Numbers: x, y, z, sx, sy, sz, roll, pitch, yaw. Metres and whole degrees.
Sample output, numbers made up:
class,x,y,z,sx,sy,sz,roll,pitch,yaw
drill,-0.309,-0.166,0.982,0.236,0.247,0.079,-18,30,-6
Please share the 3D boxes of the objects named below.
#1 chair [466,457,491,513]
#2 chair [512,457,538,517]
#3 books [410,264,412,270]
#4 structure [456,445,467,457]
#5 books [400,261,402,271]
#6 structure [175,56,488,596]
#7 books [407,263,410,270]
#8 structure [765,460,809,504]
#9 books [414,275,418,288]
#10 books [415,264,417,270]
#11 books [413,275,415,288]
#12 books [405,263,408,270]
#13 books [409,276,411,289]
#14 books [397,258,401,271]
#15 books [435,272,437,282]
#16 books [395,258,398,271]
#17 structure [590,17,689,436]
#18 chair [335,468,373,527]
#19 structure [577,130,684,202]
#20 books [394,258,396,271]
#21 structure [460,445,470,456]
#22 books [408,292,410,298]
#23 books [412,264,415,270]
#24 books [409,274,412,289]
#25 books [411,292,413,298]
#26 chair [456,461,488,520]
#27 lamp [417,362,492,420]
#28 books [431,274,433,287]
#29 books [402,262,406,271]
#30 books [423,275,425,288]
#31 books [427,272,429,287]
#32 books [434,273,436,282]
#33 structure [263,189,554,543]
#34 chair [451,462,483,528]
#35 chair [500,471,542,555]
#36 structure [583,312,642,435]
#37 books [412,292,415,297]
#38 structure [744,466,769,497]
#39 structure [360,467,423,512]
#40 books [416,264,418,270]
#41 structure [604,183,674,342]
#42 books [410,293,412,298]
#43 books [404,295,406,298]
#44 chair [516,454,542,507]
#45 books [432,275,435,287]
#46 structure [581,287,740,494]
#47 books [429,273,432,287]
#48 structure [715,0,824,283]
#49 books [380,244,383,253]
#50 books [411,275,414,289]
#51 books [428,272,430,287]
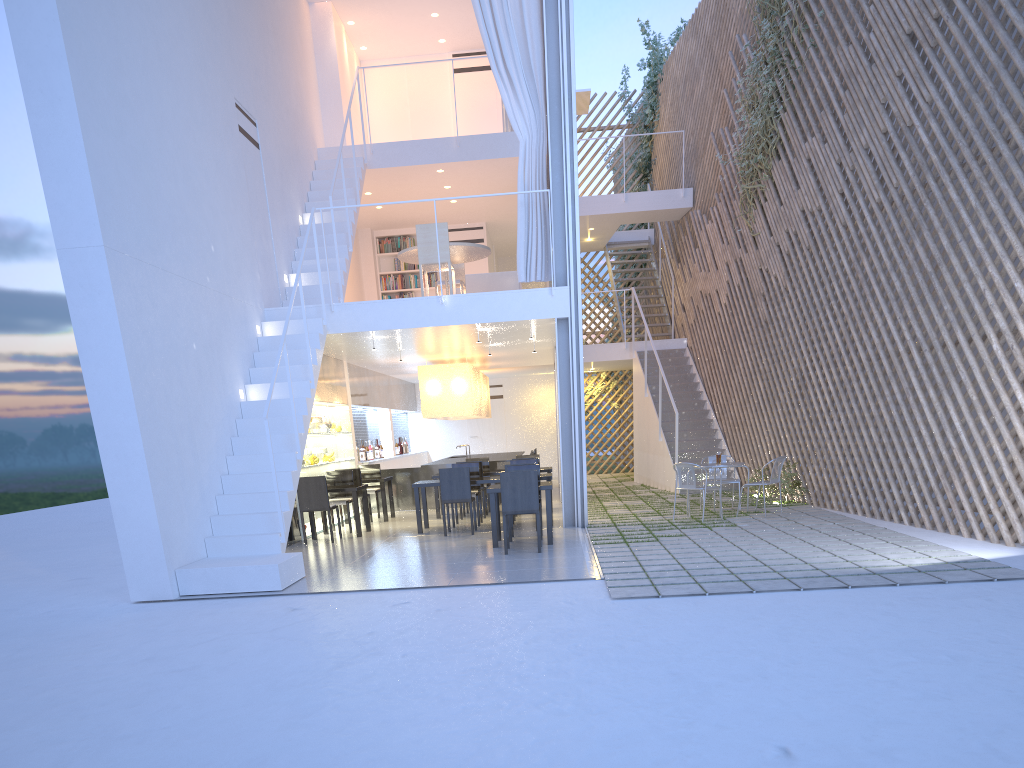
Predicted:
class,x,y,z,sx,sy,sz,roll,pitch,yaw
chair,-0.275,0.821,6.648,0.192,0.469,0.218,-3,13,3
chair,0.112,0.771,6.178,0.192,0.469,0.218,-3,13,3
books,-1.018,-1.194,8.336,0.040,0.108,0.058,-2,12,3
structure,-0.524,0.702,8.560,0.113,0.133,0.031,-3,16,3
books,-1.306,-0.483,6.940,0.037,1.731,3.370,-1,2,8
structure,-0.633,-0.735,4.833,1.734,3.535,3.417,-3,7,3
books,-1.040,-1.193,8.336,0.040,0.108,0.058,-2,12,3
structure,1.963,0.705,5.889,0.294,0.346,0.296,-5,9,-12
books,-0.973,-1.032,8.376,0.021,0.140,0.064,-2,13,3
books,-0.970,-1.219,8.319,0.015,0.152,0.072,-2,13,3
books,-0.988,-1.031,8.365,0.007,0.138,0.088,-2,11,3
books,-1.061,-1.191,8.339,0.040,0.108,0.058,-2,12,3
books,-1.033,-1.025,8.369,0.006,0.132,0.088,-2,11,3
books,-1.317,-0.465,6.936,0.039,1.761,3.389,-1,2,8
books,-0.761,-1.054,8.351,0.009,0.156,0.082,-2,12,3
books,-1.317,-0.481,6.956,0.027,1.726,3.334,-1,2,7
structure,1.583,-1.575,10.617,1.119,4.839,3.054,-3,11,1
chair,-1.196,0.856,6.241,0.192,0.469,0.218,-3,13,3
structure,1.080,-2.072,7.930,1.141,0.611,0.025,-3,17,3
books,-1.339,-0.467,6.949,0.040,1.764,3.341,-1,2,7
structure,-0.508,0.718,8.880,0.113,0.133,0.031,-3,16,3
books,-1.041,-0.856,8.424,0.009,0.156,0.082,-2,12,3
books,-0.997,-1.196,8.334,0.040,0.108,0.058,-2,12,3
books,-1.022,-1.035,8.369,0.015,0.152,0.081,-2,12,3
books,-1.013,-0.857,8.424,0.011,0.155,0.079,-2,13,3
chair,-0.297,0.798,6.204,0.192,0.469,0.218,-3,13,3
lamp,-0.512,0.113,8.038,0.449,0.445,2.186,-3,-2,3
books,-0.806,-1.040,8.356,0.015,0.133,0.085,-2,11,3
books,-1.315,-0.462,6.953,0.030,1.767,3.362,0,2,9
books,-0.889,-1.034,8.362,0.021,0.132,0.085,-2,11,3
books,-0.856,-1.051,8.357,0.015,0.163,0.080,-2,13,3
books,-0.775,-1.048,8.351,0.008,0.144,0.088,-2,11,3
structure,-0.450,-0.167,4.311,1.368,1.916,1.335,-3,10,3
chair,-0.320,0.772,5.716,0.192,0.469,0.218,-3,13,3
chair,0.051,0.674,4.347,0.192,0.469,0.218,-3,13,3
structure,1.111,0.145,10.371,1.146,2.141,0.264,-3,17,3
books,-0.998,-0.858,8.424,0.020,0.155,0.077,-2,13,3
structure,1.976,0.773,6.514,0.267,0.279,0.245,-2,8,10
structure,-1.049,0.923,7.143,0.557,0.398,0.011,-3,17,3
books,-1.224,-0.485,6.918,0.123,1.736,3.419,0,2,11
structure,1.391,-1.352,9.167,0.537,2.017,1.161,-4,12,-3
books,-1.024,-0.854,8.424,0.010,0.151,0.082,-2,12,3
books,-1.087,-0.842,8.429,0.015,0.133,0.085,-2,11,3
chair,0.134,0.793,6.622,0.192,0.469,0.218,-3,13,3
books,-0.788,-1.040,8.359,0.018,0.130,0.078,-2,11,3
structure,1.269,0.013,7.739,1.184,2.095,1.832,-4,8,-4
books,-0.822,-1.048,8.361,0.015,0.152,0.072,-2,13,3
structure,1.947,-2.264,5.636,0.742,2.909,2.196,-5,10,-6
books,-1.313,-1.354,8.297,0.021,0.106,0.058,-2,12,3
books,-1.007,-1.029,8.367,0.015,0.138,0.088,-2,11,3
books,-0.835,-1.053,8.358,0.011,0.164,0.075,-2,13,3
